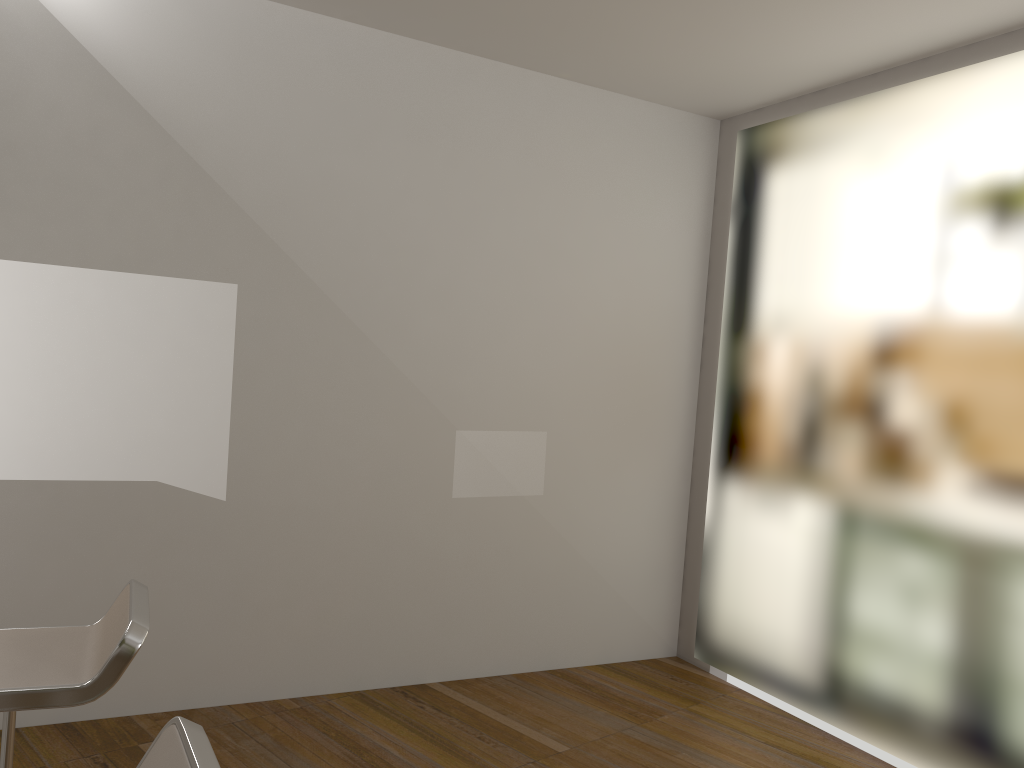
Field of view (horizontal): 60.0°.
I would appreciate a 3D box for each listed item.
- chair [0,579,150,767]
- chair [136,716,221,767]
[{"bbox_3d":[-1.027,0.870,1.833,0.460,0.857,0.418,4,1,-23],"label":"chair"},{"bbox_3d":[-0.624,0.915,1.089,0.460,0.857,0.418,4,1,-28],"label":"chair"}]
